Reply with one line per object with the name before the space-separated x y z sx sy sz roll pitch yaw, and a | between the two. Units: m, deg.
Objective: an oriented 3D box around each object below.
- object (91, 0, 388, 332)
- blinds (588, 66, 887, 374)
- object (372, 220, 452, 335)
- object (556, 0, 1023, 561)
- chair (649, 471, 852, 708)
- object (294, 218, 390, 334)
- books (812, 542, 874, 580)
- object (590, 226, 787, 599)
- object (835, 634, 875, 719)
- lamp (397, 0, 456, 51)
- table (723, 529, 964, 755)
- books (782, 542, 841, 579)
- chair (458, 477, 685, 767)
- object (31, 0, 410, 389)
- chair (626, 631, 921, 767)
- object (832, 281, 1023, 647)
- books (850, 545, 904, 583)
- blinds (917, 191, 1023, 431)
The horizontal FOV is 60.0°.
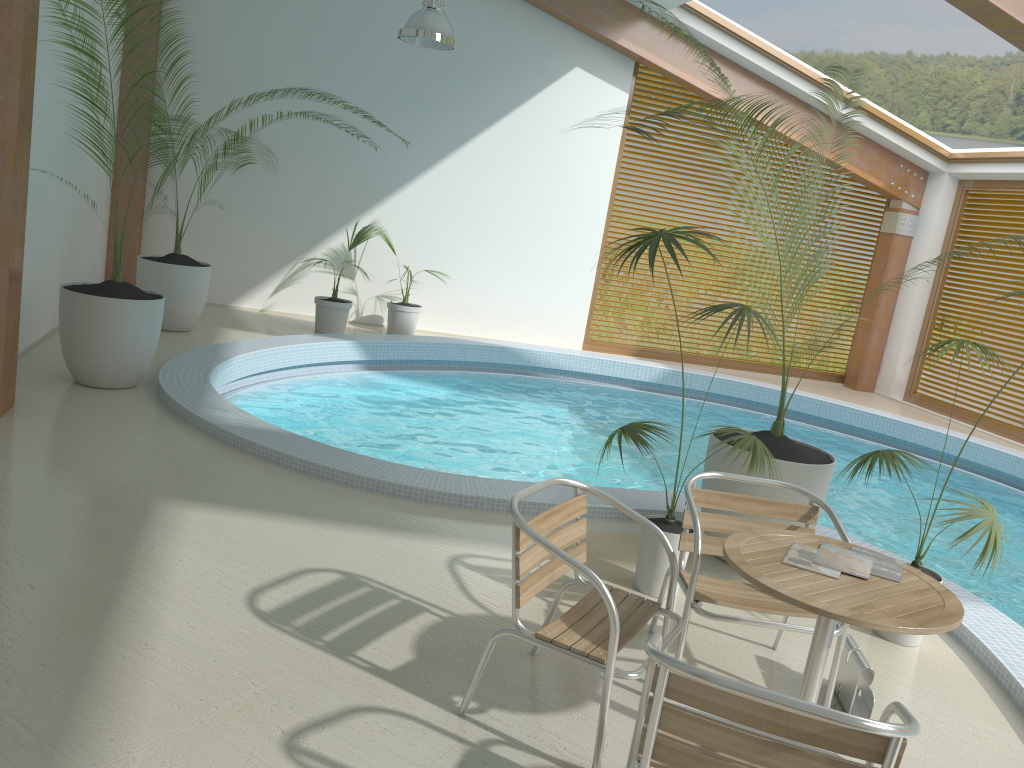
object | -2.947 -1.992 8.382 2.729 2.960 2.979 2 13 -35
blinds | 3.185 -2.262 12.238 4.500 4.025 0.099 7 11 -16
object | -1.211 -1.199 10.244 1.067 1.310 0.822 9 11 -5
object | 1.603 -0.441 4.404 2.979 2.960 2.729 10 11 1
chair | 0.928 0.783 3.433 0.618 0.727 0.563 9 11 -4
object | -1.822 -1.184 9.626 0.822 1.310 1.067 14 12 22
books | 1.051 0.558 2.806 0.166 0.004 0.241 15 12 24
object | 0.748 0.150 3.999 1.059 1.695 0.791 13 11 19
object | 1.312 1.123 3.396 0.081 0.223 0.272 10 11 3
lamp | -0.586 -3.912 7.532 0.506 1.958 0.505 7 11 -16
table | 0.938 0.924 2.771 0.700 0.720 0.700 10 11 3
books | 0.950 0.550 2.777 0.166 0.004 0.241 15 12 24
chair | 0.252 0.759 2.962 0.563 0.727 0.618 15 12 25
object | -2.534 -1.475 6.086 2.979 2.960 2.729 18 14 38
chair | 0.585 0.967 2.180 0.618 0.727 0.563 13 11 15
object | 2.025 0.373 3.977 0.791 1.695 1.059 4 12 -29
books | 1.162 0.575 2.840 0.166 0.004 0.241 15 12 24
blinds | 6.375 -0.732 10.149 0.095 2.921 4.200 7 11 -16
